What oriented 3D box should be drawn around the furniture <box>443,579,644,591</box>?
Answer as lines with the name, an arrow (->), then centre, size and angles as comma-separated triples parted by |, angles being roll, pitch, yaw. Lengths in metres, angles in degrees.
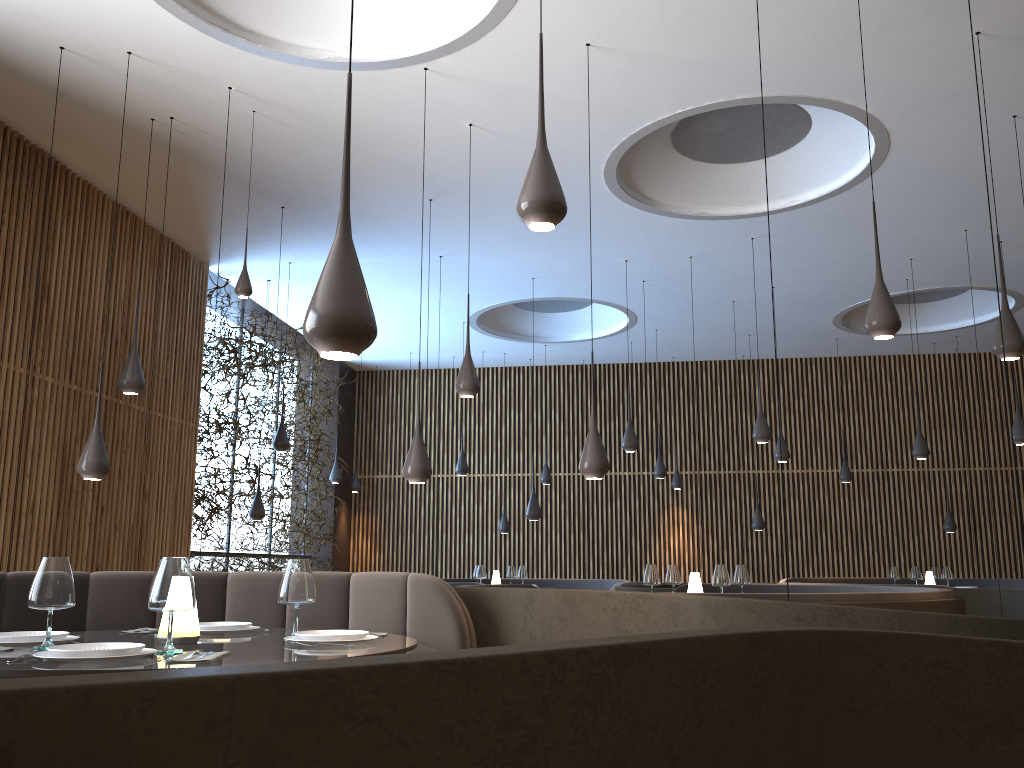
furniture -> 0.015, 3.151, 11.821 | 3.884, 1.042, 3.808 | 3, -12, -15

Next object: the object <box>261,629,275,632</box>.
object -> -1.205, 1.015, 3.658 | 0.410, 0.012, 0.205 | 1, -12, -5

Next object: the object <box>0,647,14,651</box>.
object -> -1.731, 0.840, 2.791 | 0.262, 0.017, 0.127 | -1, -12, 4

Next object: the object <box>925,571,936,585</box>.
object -> 5.433, 2.555, 11.527 | 0.142, 0.231, 0.145 | 0, -11, 0

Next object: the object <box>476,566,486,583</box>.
object -> -0.408, 2.541, 11.669 | 0.142, 0.294, 0.142 | 0, -11, 2

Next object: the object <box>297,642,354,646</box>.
object -> -0.645, 0.915, 3.174 | 0.204, 0.012, 0.413 | 1, -12, -3

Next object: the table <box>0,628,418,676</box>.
table -> -1.174, 1.413, 3.026 | 1.672, 1.019, 1.680 | 0, -11, 0

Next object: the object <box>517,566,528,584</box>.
object -> 0.141, 2.573, 11.817 | 0.142, 0.294, 0.142 | 0, -11, 1

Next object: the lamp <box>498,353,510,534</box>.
lamp -> -0.122, 0.940, 14.440 | 0.196, 2.947, 0.197 | 1, -10, -7

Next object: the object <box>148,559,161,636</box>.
object -> -1.364, 0.843, 3.510 | 0.142, 0.294, 0.142 | 5, -12, -24

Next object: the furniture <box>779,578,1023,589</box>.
furniture -> 5.869, 3.184, 12.062 | 3.942, 1.042, 1.986 | -9, -15, 39

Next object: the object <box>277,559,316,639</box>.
object -> -0.816, 0.813, 3.360 | 0.142, 0.294, 0.142 | -2, -11, 11

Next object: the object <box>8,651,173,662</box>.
object -> -1.223, 0.795, 2.598 | 0.411, 0.012, 0.205 | 2, -12, -9

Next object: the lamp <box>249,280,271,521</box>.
lamp -> -3.009, 0.162, 10.726 | 0.196, 2.947, 0.196 | -9, -14, 42

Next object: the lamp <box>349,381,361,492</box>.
lamp -> -2.698, 0.769, 15.439 | 0.196, 2.213, 0.196 | -7, -12, 33

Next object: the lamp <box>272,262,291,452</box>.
lamp -> -2.598, -0.327, 10.164 | 0.196, 2.213, 0.196 | -9, -14, 42

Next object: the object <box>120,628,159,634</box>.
object -> -1.511, 1.023, 3.670 | 0.126, 0.017, 0.263 | 0, -12, -1

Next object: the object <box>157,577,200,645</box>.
object -> -1.173, 0.798, 3.138 | 0.144, 0.231, 0.143 | -6, -12, 29

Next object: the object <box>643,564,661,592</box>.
object -> 1.146, 1.630, 7.271 | 0.142, 0.294, 0.142 | 5, -12, -25

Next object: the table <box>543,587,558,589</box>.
table -> -0.216, 3.263, 11.917 | 1.674, 1.019, 1.678 | 7, -13, -31

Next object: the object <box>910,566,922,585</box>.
object -> 5.165, 2.482, 11.329 | 0.142, 0.294, 0.142 | 1, -11, -4

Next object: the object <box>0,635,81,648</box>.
object -> -1.689, 0.896, 3.092 | 0.204, 0.012, 0.413 | 0, -12, 0

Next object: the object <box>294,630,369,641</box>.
object -> -0.646, 0.906, 3.180 | 0.263, 0.029, 0.264 | 3, -12, -15

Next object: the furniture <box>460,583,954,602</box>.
furniture -> 1.475, 2.201, 7.122 | 3.882, 1.113, 3.807 | 4, -12, -16

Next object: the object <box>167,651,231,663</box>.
object -> -0.916, 0.803, 2.606 | 0.126, 0.017, 0.263 | 1, -12, -5

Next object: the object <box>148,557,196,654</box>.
object -> -1.076, 0.698, 2.806 | 0.142, 0.294, 0.142 | -1, -11, 5

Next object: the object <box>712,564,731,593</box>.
object -> 1.625, 1.551, 6.883 | 0.142, 0.294, 0.142 | 6, -12, -30

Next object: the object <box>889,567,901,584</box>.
object -> 5.098, 2.581, 11.805 | 0.142, 0.294, 0.142 | -8, -14, 38

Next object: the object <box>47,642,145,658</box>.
object -> -1.218, 0.784, 2.601 | 0.263, 0.029, 0.264 | -2, -12, 11

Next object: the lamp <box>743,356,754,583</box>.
lamp -> 3.870, 2.605, 14.299 | 0.196, 6.247, 0.196 | -4, -11, 23

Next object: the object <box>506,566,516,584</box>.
object -> -0.013, 2.691, 12.386 | 0.142, 0.294, 0.142 | 8, -13, -38

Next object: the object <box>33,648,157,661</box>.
object -> -1.218, 0.794, 2.600 | 0.332, 0.014, 0.333 | 3, -12, -14

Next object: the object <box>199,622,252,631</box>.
object -> -1.209, 1.004, 3.659 | 0.263, 0.029, 0.264 | 6, -13, -26

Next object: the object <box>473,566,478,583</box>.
object -> -0.473, 2.667, 12.276 | 0.142, 0.294, 0.142 | -1, -11, 8

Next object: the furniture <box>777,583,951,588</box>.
furniture -> 4.124, 2.872, 10.391 | 0.902, 1.042, 2.538 | 9, -15, -39

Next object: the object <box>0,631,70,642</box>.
object -> -1.689, 0.885, 3.089 | 0.263, 0.029, 0.264 | 5, -13, -24

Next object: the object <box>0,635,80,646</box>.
object -> -1.689, 0.894, 3.087 | 0.332, 0.014, 0.333 | -5, -13, 23

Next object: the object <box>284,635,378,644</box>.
object -> -0.646, 0.915, 3.178 | 0.332, 0.014, 0.333 | 5, -13, -21

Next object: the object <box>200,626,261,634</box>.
object -> -1.209, 1.013, 3.657 | 0.332, 0.014, 0.333 | 0, -12, -1

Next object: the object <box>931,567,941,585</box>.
object -> 5.685, 2.601, 11.896 | 0.142, 0.294, 0.142 | -10, -15, 44

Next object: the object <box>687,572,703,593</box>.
object -> 1.502, 1.662, 7.273 | 0.142, 0.231, 0.145 | -5, -12, 23

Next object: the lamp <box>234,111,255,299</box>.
lamp -> -2.017, -1.391, 6.792 | 0.133, 1.502, 0.133 | 0, -10, 3

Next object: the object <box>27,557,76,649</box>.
object -> -1.529, 0.725, 2.944 | 0.142, 0.294, 0.142 | 4, -11, -19

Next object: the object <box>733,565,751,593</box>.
object -> 1.911, 1.652, 7.367 | 0.142, 0.294, 0.142 | 4, -11, -21

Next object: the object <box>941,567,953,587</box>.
object -> 5.582, 2.491, 11.368 | 0.142, 0.294, 0.142 | -7, -13, 35

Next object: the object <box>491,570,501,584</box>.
object -> -0.214, 2.648, 12.029 | 0.142, 0.231, 0.145 | 2, -11, -12

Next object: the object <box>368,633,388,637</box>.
object -> -0.624, 0.984, 3.474 | 0.262, 0.017, 0.127 | 0, -12, 1

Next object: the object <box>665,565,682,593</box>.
object -> 1.396, 1.713, 7.668 | 0.142, 0.294, 0.142 | -6, -12, 29

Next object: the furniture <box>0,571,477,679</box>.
furniture -> -1.408, 1.352, 3.843 | 2.531, 1.055, 0.935 | -1, -11, 4
